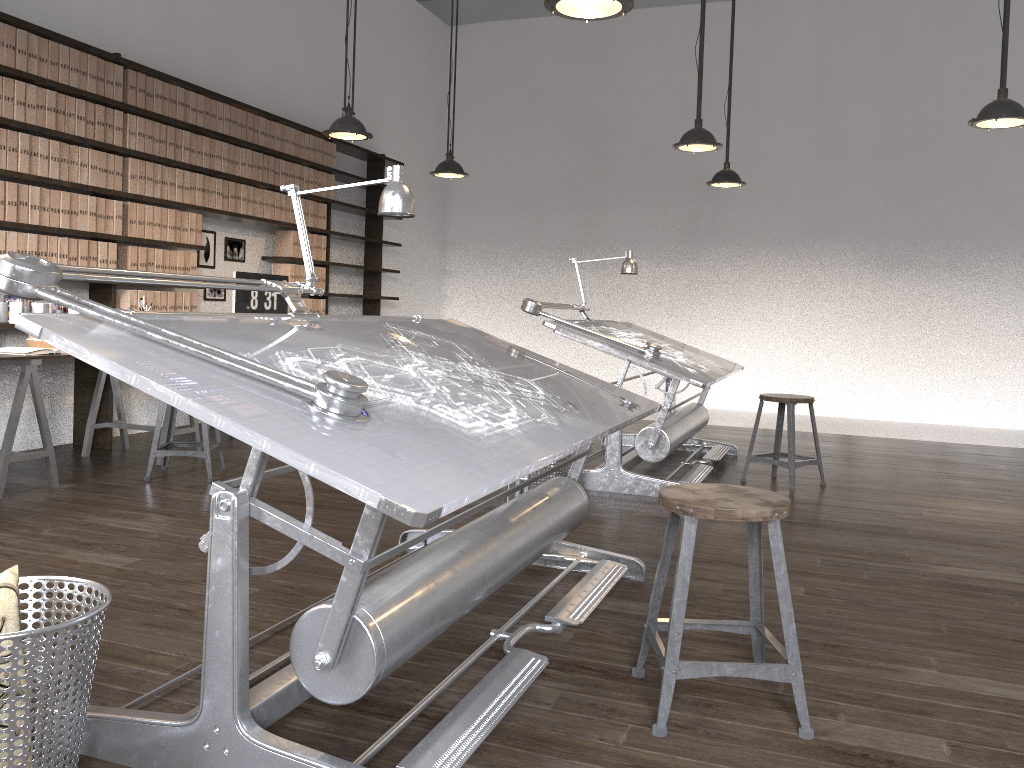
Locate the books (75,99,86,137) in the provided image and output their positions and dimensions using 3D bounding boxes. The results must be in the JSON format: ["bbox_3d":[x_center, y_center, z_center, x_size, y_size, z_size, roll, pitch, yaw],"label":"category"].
[{"bbox_3d":[-2.607,-1.560,5.220,0.174,0.225,0.067,3,2,20],"label":"books"}]

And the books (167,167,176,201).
[{"bbox_3d":[-2.355,-1.341,5.956,0.175,0.225,0.067,3,2,20],"label":"books"}]

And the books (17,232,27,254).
[{"bbox_3d":[-2.769,-0.723,4.886,0.175,0.225,0.067,3,2,20],"label":"books"}]

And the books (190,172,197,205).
[{"bbox_3d":[-2.285,-1.354,6.149,0.175,0.225,0.067,3,2,20],"label":"books"}]

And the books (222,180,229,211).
[{"bbox_3d":[-2.168,-1.375,6.476,0.175,0.225,0.067,3,2,20],"label":"books"}]

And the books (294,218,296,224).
[{"bbox_3d":[-1.848,-1.433,7.338,0.175,0.225,0.067,3,2,20],"label":"books"}]

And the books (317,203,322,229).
[{"bbox_3d":[-1.736,-1.454,7.659,0.174,0.225,0.067,3,2,20],"label":"books"}]

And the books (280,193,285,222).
[{"bbox_3d":[-1.922,-1.420,7.141,0.174,0.225,0.067,3,2,20],"label":"books"}]

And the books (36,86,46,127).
[{"bbox_3d":[-2.704,-1.543,4.962,0.175,0.225,0.067,3,2,20],"label":"books"}]

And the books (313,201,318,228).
[{"bbox_3d":[-1.761,-1.450,7.593,0.175,0.225,0.067,3,2,20],"label":"books"}]

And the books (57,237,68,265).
[{"bbox_3d":[-2.672,-0.740,5.144,0.174,0.225,0.067,3,2,20],"label":"books"}]

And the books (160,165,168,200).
[{"bbox_3d":[-2.381,-1.337,5.891,0.174,0.225,0.067,3,2,20],"label":"books"}]

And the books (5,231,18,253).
[{"bbox_3d":[-2.789,-0.719,4.826,0.175,0.225,0.067,3,2,20],"label":"books"}]

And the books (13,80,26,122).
[{"bbox_3d":[-2.747,-1.535,4.834,0.175,0.225,0.067,3,2,20],"label":"books"}]

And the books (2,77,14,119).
[{"bbox_3d":[-2.775,-1.530,4.769,0.175,0.225,0.067,3,2,20],"label":"books"}]

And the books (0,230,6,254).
[{"bbox_3d":[-2.812,-0.714,4.757,0.175,0.225,0.067,3,2,20],"label":"books"}]

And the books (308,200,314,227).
[{"bbox_3d":[-1.778,-1.445,7.527,0.175,0.225,0.067,3,2,20],"label":"books"}]

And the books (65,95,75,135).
[{"bbox_3d":[-2.635,-1.556,5.155,0.174,0.225,0.067,3,2,20],"label":"books"}]

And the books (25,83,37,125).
[{"bbox_3d":[-2.724,-1.539,4.902,0.175,0.225,0.067,3,2,20],"label":"books"}]

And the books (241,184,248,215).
[{"bbox_3d":[-2.088,-1.389,6.675,0.175,0.225,0.067,3,2,20],"label":"books"}]

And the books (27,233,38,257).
[{"bbox_3d":[-2.741,-0.727,4.947,0.175,0.225,0.067,3,2,20],"label":"books"}]

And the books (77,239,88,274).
[{"bbox_3d":[-2.621,-0.749,5.281,0.175,0.225,0.067,3,2,20],"label":"books"}]

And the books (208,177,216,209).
[{"bbox_3d":[-2.216,-1.367,6.342,0.174,0.225,0.067,3,2,20],"label":"books"}]

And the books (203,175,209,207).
[{"bbox_3d":[-2.240,-1.362,6.275,0.175,0.225,0.067,3,2,20],"label":"books"}]

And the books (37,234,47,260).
[{"bbox_3d":[-2.724,-0.731,5.012,0.175,0.225,0.067,3,2,20],"label":"books"}]

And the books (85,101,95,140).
[{"bbox_3d":[-2.587,-1.565,5.289,0.175,0.225,0.067,3,2,20],"label":"books"}]

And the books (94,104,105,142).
[{"bbox_3d":[-2.556,-1.570,5.357,0.175,0.225,0.067,3,2,20],"label":"books"}]

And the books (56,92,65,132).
[{"bbox_3d":[-2.660,-1.552,5.088,0.175,0.225,0.067,3,2,20],"label":"books"}]

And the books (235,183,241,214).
[{"bbox_3d":[-2.117,-1.385,6.616,0.175,0.225,0.067,3,2,20],"label":"books"}]

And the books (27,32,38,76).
[{"bbox_3d":[-2.714,-1.816,4.897,0.174,0.225,0.067,3,2,20],"label":"books"}]

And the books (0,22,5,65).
[{"bbox_3d":[-2.786,-1.803,4.702,0.175,0.225,0.067,3,2,20],"label":"books"}]

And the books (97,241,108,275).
[{"bbox_3d":[-2.570,-0.758,5.421,0.175,0.225,0.067,3,2,20],"label":"books"}]

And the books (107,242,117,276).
[{"bbox_3d":[-2.545,-0.763,5.495,0.175,0.225,0.067,3,2,20],"label":"books"}]

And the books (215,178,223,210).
[{"bbox_3d":[-2.188,-1.371,6.407,0.174,0.225,0.067,3,2,20],"label":"books"}]

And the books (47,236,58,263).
[{"bbox_3d":[-2.700,-0.736,5.079,0.174,0.225,0.067,3,2,20],"label":"books"}]

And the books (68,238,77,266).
[{"bbox_3d":[-2.652,-0.745,5.212,0.175,0.225,0.067,3,2,20],"label":"books"}]

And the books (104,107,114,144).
[{"bbox_3d":[-2.536,-1.574,5.429,0.175,0.225,0.067,3,2,20],"label":"books"}]

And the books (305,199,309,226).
[{"bbox_3d":[-1.805,-1.441,7.466,0.175,0.225,0.067,3,2,20],"label":"books"}]

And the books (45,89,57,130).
[{"bbox_3d":[-2.677,-1.547,5.023,0.175,0.225,0.067,3,2,20],"label":"books"}]

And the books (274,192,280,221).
[{"bbox_3d":[-1.943,-1.415,7.072,0.175,0.225,0.067,3,2,20],"label":"books"}]

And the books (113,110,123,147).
[{"bbox_3d":[-2.508,-1.579,5.499,0.175,0.225,0.067,3,2,20],"label":"books"}]

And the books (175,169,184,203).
[{"bbox_3d":[-2.328,-1.345,6.020,0.175,0.225,0.067,3,2,20],"label":"books"}]

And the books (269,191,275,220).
[{"bbox_3d":[-1.968,-1.410,7.004,0.175,0.225,0.067,3,2,20],"label":"books"}]

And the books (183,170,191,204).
[{"bbox_3d":[-2.305,-1.350,6.089,0.175,0.225,0.067,3,2,20],"label":"books"}]

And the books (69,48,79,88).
[{"bbox_3d":[-2.617,-1.834,5.163,0.175,0.225,0.067,3,2,20],"label":"books"}]

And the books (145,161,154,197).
[{"bbox_3d":[-2.423,-1.327,5.755,0.175,0.225,0.067,3,2,20],"label":"books"}]

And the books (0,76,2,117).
[{"bbox_3d":[-2.801,-1.526,4.704,0.174,0.225,0.067,3,2,20],"label":"books"}]

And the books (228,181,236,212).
[{"bbox_3d":[-2.137,-1.380,6.544,0.175,0.225,0.067,3,2,20],"label":"books"}]

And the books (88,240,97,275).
[{"bbox_3d":[-2.601,-0.754,5.352,0.175,0.225,0.067,3,2,20],"label":"books"}]

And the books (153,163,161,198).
[{"bbox_3d":[-2.401,-1.332,5.824,0.174,0.225,0.067,3,2,20],"label":"books"}]

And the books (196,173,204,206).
[{"bbox_3d":[-2.257,-1.358,6.210,0.175,0.225,0.067,3,2,20],"label":"books"}]
